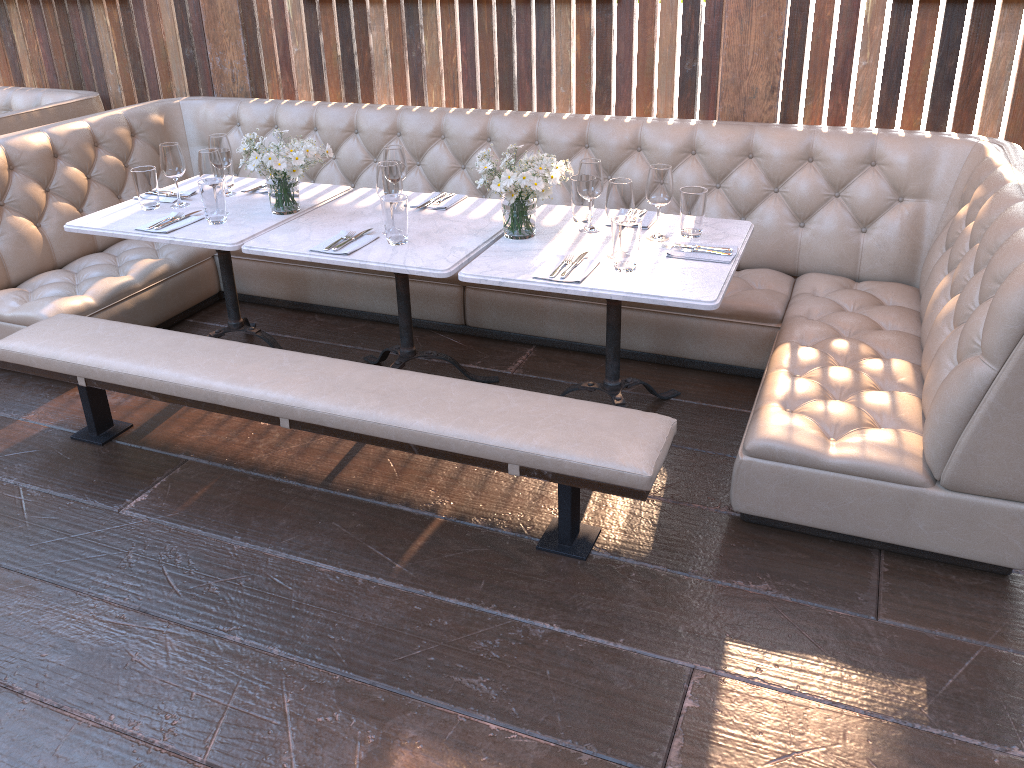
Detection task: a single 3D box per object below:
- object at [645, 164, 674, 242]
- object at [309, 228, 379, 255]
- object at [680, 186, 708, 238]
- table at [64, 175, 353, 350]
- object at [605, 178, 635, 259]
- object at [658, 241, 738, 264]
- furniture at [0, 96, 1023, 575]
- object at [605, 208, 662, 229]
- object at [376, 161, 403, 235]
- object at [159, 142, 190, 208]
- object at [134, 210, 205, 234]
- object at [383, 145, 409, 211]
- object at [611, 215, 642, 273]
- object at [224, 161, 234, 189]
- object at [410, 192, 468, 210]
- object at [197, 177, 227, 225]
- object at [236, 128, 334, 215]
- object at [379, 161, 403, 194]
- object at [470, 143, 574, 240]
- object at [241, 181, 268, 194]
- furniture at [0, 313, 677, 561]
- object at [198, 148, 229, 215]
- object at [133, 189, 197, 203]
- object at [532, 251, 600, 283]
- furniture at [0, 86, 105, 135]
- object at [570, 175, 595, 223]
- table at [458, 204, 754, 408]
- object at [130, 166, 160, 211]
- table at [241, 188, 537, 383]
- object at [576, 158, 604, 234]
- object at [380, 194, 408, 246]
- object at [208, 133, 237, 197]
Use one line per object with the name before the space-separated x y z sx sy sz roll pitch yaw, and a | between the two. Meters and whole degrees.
object | 0.484 -0.595 2.909 0.092 0.238 0.094 -10 26 -17
object | -0.558 -0.490 3.004 0.158 0.018 0.261 9 29 21
object | 0.601 -0.570 2.946 0.092 0.154 0.094 2 25 9
table | -1.160 -0.412 3.628 0.801 0.655 0.817 9 28 20
object | 0.336 -0.514 2.758 0.092 0.238 0.094 -10 26 -17
object | 0.585 -0.429 2.819 0.256 0.018 0.161 10 29 21
furniture | -0.258 -0.539 3.625 4.171 0.838 1.748 9 29 21
object | 0.426 -0.585 3.135 0.158 0.018 0.261 9 29 21
object | -0.418 -0.638 3.044 0.092 0.238 0.094 -10 26 -17
object | -1.309 -0.810 3.434 0.092 0.238 0.094 -10 26 -17
object | -1.252 -0.607 3.273 0.158 0.018 0.261 9 29 21
object | -0.431 -0.760 3.285 0.092 0.238 0.094 -10 26 -17
object | 0.343 -0.420 2.664 0.092 0.154 0.094 2 25 9
object | -1.206 -0.898 3.694 0.092 0.154 0.094 2 25 9
object | -0.291 -0.706 3.414 0.158 0.018 0.261 9 29 21
object | -1.088 -0.665 3.229 0.092 0.154 0.094 2 25 9
object | -0.850 -0.794 3.307 0.332 0.302 0.341 18 32 35
object | -0.463 -0.775 3.409 0.092 0.154 0.094 2 25 9
object | 0.037 -0.646 2.964 0.331 0.302 0.342 15 31 31
object | -1.020 -0.826 3.691 0.158 0.018 0.261 9 29 21
furniture | -0.664 0.138 2.810 2.336 0.389 0.320 9 28 21
object | -1.116 -0.752 3.309 0.092 0.238 0.094 -10 26 -17
object | -1.397 -0.773 3.607 0.256 0.018 0.161 10 29 21
object | 0.175 -0.366 2.718 0.158 0.018 0.261 9 29 21
furniture | -4.449 -1.242 5.248 4.171 0.838 1.748 9 29 21
object | 0.251 -0.653 3.129 0.092 0.154 0.094 2 25 9
table | 0.349 -0.159 3.044 0.801 0.655 0.817 8 28 20
object | -1.414 -0.757 3.428 0.092 0.154 0.093 -16 29 -27
table | -0.406 -0.285 3.336 0.801 0.655 0.817 9 28 21
object | 0.265 -0.640 3.009 0.092 0.238 0.094 -10 26 -17
object | -0.388 -0.548 2.957 0.092 0.154 0.094 2 25 9
object | -1.167 -0.882 3.568 0.092 0.238 0.094 10 27 23
